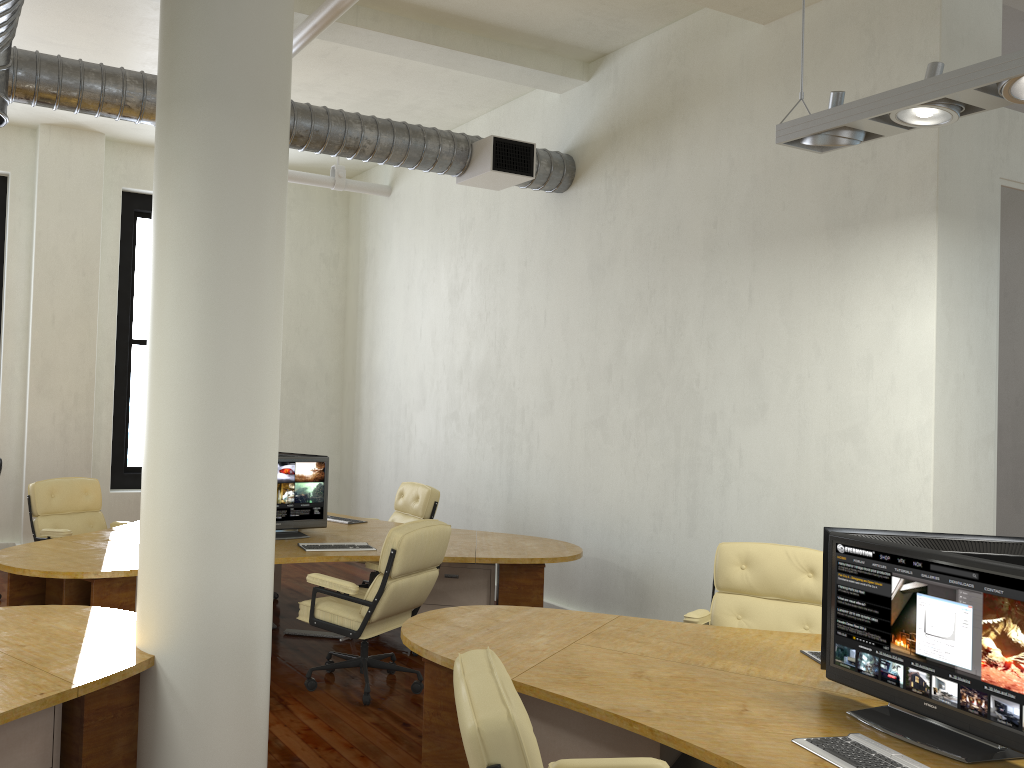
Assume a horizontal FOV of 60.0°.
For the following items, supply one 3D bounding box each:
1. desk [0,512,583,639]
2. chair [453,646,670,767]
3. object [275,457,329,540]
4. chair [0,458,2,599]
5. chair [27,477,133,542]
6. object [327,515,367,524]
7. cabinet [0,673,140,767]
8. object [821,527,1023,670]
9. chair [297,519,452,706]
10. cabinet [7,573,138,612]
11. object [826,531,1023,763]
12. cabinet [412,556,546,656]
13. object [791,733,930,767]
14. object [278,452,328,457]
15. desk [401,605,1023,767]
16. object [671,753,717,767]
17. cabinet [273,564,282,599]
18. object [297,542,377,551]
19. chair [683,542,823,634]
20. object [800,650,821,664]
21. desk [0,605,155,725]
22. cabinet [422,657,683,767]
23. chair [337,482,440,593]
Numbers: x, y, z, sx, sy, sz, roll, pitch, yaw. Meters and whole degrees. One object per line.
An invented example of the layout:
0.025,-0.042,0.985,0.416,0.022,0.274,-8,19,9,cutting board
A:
-1.926,1.438,6.826,3.619,0.734,3.756,3,-2,-25,desk
0.237,1.236,2.216,0.786,1.021,0.713,2,-1,-1,chair
-1.625,0.784,6.173,0.736,0.552,0.318,3,-2,-34,object
-5.811,1.017,4.015,1.025,1.158,7.274,1,-2,24,chair
-3.288,1.253,6.832,0.856,1.021,0.649,1,-2,34,chair
-1.417,1.090,7.166,0.523,0.016,0.207,1,-2,39,object
-1.959,1.350,3.274,0.973,0.709,0.804,1,-2,37,cabinet
1.523,0.802,3.128,0.831,0.552,0.282,2,-1,8,object
-0.831,1.290,5.271,0.851,1.021,0.654,1,-2,29,chair
-2.432,1.396,5.373,0.971,0.709,0.806,1,-2,34,cabinet
1.273,0.780,2.677,0.273,0.552,0.860,2,-2,-25,object
-0.259,1.494,6.198,0.912,0.709,0.866,2,-2,4,cabinet
1.009,1.030,2.366,0.218,0.016,0.499,3,-2,-19,object
-1.717,0.799,6.763,0.887,0.552,0.264,1,-2,35,object
1.196,1.431,2.994,3.824,0.734,3.543,1,-2,30,desk
0.669,1.585,3.174,0.196,0.411,0.438,1,-2,27,object
-2.466,1.467,7.811,0.822,0.709,0.955,3,-2,-26,cabinet
-1.139,1.058,5.766,0.449,0.016,0.242,3,-2,-18,object
1.259,1.336,4.390,0.781,1.021,0.712,1,-2,29,chair
1.415,1.076,3.447,0.481,0.016,0.227,2,-2,2,object
-3.126,1.263,2.316,3.630,0.734,3.759,2,-2,7,desk
0.228,1.434,3.605,0.970,0.709,0.807,1,-2,29,cabinet
-1.086,1.349,7.545,0.725,1.021,0.770,2,-2,-26,chair
